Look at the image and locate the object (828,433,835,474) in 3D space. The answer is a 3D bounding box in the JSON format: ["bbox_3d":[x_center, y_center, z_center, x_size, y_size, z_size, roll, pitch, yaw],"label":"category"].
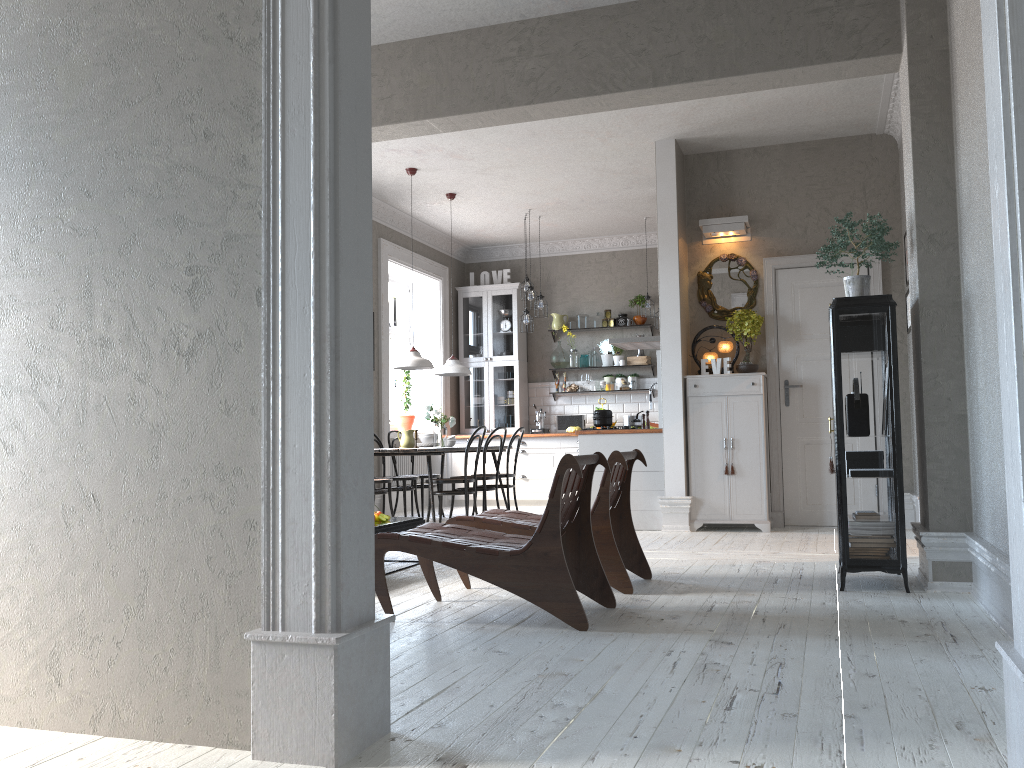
[{"bbox_3d":[1.786,0.389,4.957,0.041,0.234,0.044,1,-4,-25],"label":"object"}]

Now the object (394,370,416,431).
[{"bbox_3d":[-1.269,0.169,10.545,0.265,0.813,0.254,3,-5,-44],"label":"object"}]

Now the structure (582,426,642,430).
[{"bbox_3d":[0.928,0.399,7.970,0.490,0.031,0.613,-2,-4,19],"label":"structure"}]

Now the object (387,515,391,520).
[{"bbox_3d":[-0.794,0.837,5.546,0.068,0.037,0.046,3,-5,-45],"label":"object"}]

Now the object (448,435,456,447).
[{"bbox_3d":[-0.616,0.565,8.761,0.122,0.119,0.130,-4,-4,34],"label":"object"}]

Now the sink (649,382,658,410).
[{"bbox_3d":[1.281,0.337,8.548,0.521,0.720,0.492,-2,-4,19],"label":"sink"}]

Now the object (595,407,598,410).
[{"bbox_3d":[1.047,0.308,10.787,0.073,0.058,0.051,-1,-4,-5],"label":"object"}]

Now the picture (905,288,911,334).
[{"bbox_3d":[3.135,-0.584,6.982,0.014,0.331,0.495,-2,-4,20],"label":"picture"}]

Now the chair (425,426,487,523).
[{"bbox_3d":[-0.500,0.839,7.889,0.543,0.920,0.443,-2,-4,16],"label":"chair"}]

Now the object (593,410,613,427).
[{"bbox_3d":[0.806,0.304,7.862,0.190,0.147,0.192,-1,-4,-2],"label":"object"}]

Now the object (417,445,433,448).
[{"bbox_3d":[-0.834,0.617,8.782,0.232,0.027,0.242,-4,-5,36],"label":"object"}]

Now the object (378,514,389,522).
[{"bbox_3d":[-0.791,0.821,5.423,0.057,0.053,0.060,-3,-4,25],"label":"object"}]

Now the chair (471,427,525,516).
[{"bbox_3d":[-0.139,0.894,8.854,0.543,0.920,0.443,-2,-4,16],"label":"chair"}]

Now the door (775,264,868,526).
[{"bbox_3d":[2.637,0.092,7.438,0.742,2.183,0.081,-2,-4,17],"label":"door"}]

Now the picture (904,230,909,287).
[{"bbox_3d":[3.127,-0.998,7.006,0.012,0.416,0.286,-2,-4,20],"label":"picture"}]

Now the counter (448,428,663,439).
[{"bbox_3d":[0.367,0.544,9.522,3.122,0.039,3.433,-2,-4,19],"label":"counter"}]

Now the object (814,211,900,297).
[{"bbox_3d":[1.840,-0.680,4.723,0.406,0.506,0.406,-4,-4,34],"label":"object"}]

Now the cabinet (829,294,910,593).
[{"bbox_3d":[1.857,0.307,4.667,0.344,1.471,0.626,-2,-4,19],"label":"cabinet"}]

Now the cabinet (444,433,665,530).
[{"bbox_3d":[0.850,0.945,9.501,2.021,0.854,4.126,1,-4,-25],"label":"cabinet"}]

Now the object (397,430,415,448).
[{"bbox_3d":[-0.966,0.505,8.130,0.152,0.170,0.134,0,-4,-20],"label":"object"}]

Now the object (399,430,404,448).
[{"bbox_3d":[-1.022,0.520,8.351,0.096,0.172,0.096,-1,-4,0],"label":"object"}]

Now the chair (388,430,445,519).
[{"bbox_3d":[-1.001,0.932,9.171,0.539,0.920,0.446,-3,-4,31],"label":"chair"}]

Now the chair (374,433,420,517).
[{"bbox_3d":[-1.184,0.906,8.713,0.543,0.920,0.443,-2,-4,16],"label":"chair"}]

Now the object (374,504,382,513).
[{"bbox_3d":[-1.093,0.637,5.205,0.717,0.420,0.676,-4,-5,37],"label":"object"}]

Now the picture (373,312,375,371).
[{"bbox_3d":[-1.534,-0.461,9.046,0.019,0.619,0.528,-2,-4,20],"label":"picture"}]

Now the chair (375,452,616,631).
[{"bbox_3d":[-0.091,0.677,3.989,1.004,0.721,0.514,-2,-4,18],"label":"chair"}]

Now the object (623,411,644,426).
[{"bbox_3d":[1.138,0.315,7.999,0.178,0.134,0.297,2,-5,-37],"label":"object"}]

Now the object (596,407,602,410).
[{"bbox_3d":[1.108,0.327,10.762,0.207,0.101,0.068,-3,-4,24],"label":"object"}]

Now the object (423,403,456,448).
[{"bbox_3d":[-0.673,0.385,8.261,0.308,0.414,0.254,-2,-4,17],"label":"object"}]

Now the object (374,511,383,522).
[{"bbox_3d":[-0.829,0.820,5.476,0.077,0.064,0.073,2,-5,-41],"label":"object"}]

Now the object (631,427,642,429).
[{"bbox_3d":[1.448,0.484,10.490,0.231,0.174,0.222,-4,-5,40],"label":"object"}]

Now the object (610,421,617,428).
[{"bbox_3d":[1.229,0.486,10.758,0.060,0.120,0.128,-4,-5,42],"label":"object"}]

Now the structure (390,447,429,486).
[{"bbox_3d":[-1.237,0.945,10.227,0.147,0.428,1.237,-2,-4,18],"label":"structure"}]

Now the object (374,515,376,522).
[{"bbox_3d":[-0.858,0.818,5.396,0.056,0.058,0.057,-5,-5,43],"label":"object"}]

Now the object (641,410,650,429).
[{"bbox_3d":[1.156,0.306,7.662,0.072,0.167,0.036,-2,-4,18],"label":"object"}]

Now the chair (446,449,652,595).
[{"bbox_3d":[0.202,0.724,4.805,1.004,0.721,0.514,-2,-4,18],"label":"chair"}]

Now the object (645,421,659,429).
[{"bbox_3d":[1.674,0.495,10.363,0.224,0.127,0.148,-1,-4,1],"label":"object"}]

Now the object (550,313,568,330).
[{"bbox_3d":[0.593,-0.781,11.169,0.187,0.216,0.176,-3,-4,32],"label":"object"}]

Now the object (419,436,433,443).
[{"bbox_3d":[-0.835,0.564,8.785,0.178,0.094,0.181,-2,-4,10],"label":"object"}]

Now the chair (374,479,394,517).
[{"bbox_3d":[-1.370,0.875,8.183,0.540,0.920,0.445,-3,-4,26],"label":"chair"}]

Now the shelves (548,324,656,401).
[{"bbox_3d":[1.118,-0.236,11.027,1.300,0.923,0.231,-2,-4,18],"label":"shelves"}]

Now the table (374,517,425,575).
[{"bbox_3d":[-1.183,0.994,5.244,0.838,0.303,1.326,-2,-4,19],"label":"table"}]

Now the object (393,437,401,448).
[{"bbox_3d":[-1.078,0.568,8.621,0.139,0.112,0.139,-1,-4,1],"label":"object"}]

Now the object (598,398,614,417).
[{"bbox_3d":[1.105,0.385,10.787,0.351,0.425,0.353,-1,-4,4],"label":"object"}]

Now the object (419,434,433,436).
[{"bbox_3d":[-0.836,0.543,8.787,0.178,0.094,0.181,-2,-4,10],"label":"object"}]

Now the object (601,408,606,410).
[{"bbox_3d":[1.158,0.339,10.817,0.177,0.096,0.090,-4,-5,39],"label":"object"}]

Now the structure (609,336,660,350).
[{"bbox_3d":[1.397,-1.186,9.025,0.704,1.595,0.721,-2,-4,19],"label":"structure"}]

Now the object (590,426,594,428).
[{"bbox_3d":[1.009,0.551,10.829,0.155,0.072,0.075,2,-5,-42],"label":"object"}]

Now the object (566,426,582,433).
[{"bbox_3d":[0.752,0.555,10.713,0.194,0.083,0.191,-2,-4,19],"label":"object"}]

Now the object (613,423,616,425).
[{"bbox_3d":[1.206,0.481,10.774,0.126,0.056,0.060,-2,-4,10],"label":"object"}]

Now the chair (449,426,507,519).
[{"bbox_3d":[-0.321,0.868,8.399,0.540,0.920,0.445,-3,-4,26],"label":"chair"}]

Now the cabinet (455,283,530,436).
[{"bbox_3d":[-0.236,-0.282,11.317,0.868,1.921,0.392,-2,-4,18],"label":"cabinet"}]

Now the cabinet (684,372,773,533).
[{"bbox_3d":[1.818,0.573,7.427,0.658,1.297,0.388,-2,-4,18],"label":"cabinet"}]

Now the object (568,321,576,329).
[{"bbox_3d":[0.764,-0.730,11.173,0.102,0.111,0.104,-2,-4,18],"label":"object"}]

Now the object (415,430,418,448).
[{"bbox_3d":[-0.886,0.509,8.193,0.058,0.167,0.060,-3,-4,32],"label":"object"}]

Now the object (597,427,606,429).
[{"bbox_3d":[1.076,0.515,10.656,0.114,0.110,0.110,0,-4,-14],"label":"object"}]

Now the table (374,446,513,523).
[{"bbox_3d":[-0.735,0.979,8.542,0.893,0.735,1.944,-2,-4,19],"label":"table"}]
